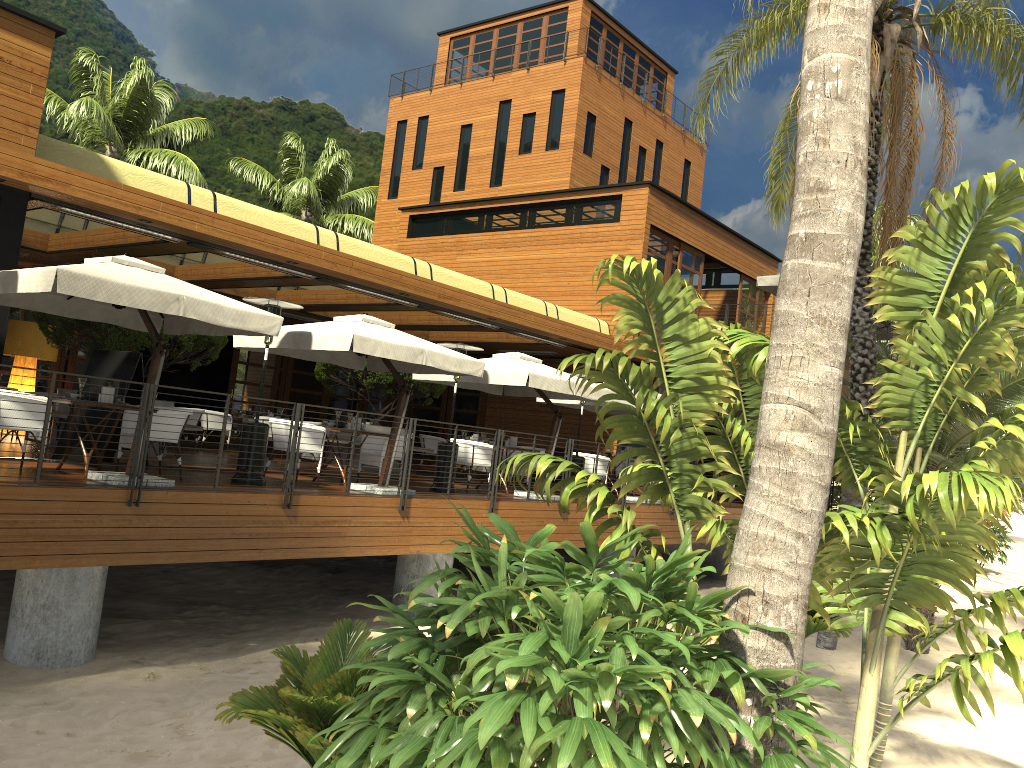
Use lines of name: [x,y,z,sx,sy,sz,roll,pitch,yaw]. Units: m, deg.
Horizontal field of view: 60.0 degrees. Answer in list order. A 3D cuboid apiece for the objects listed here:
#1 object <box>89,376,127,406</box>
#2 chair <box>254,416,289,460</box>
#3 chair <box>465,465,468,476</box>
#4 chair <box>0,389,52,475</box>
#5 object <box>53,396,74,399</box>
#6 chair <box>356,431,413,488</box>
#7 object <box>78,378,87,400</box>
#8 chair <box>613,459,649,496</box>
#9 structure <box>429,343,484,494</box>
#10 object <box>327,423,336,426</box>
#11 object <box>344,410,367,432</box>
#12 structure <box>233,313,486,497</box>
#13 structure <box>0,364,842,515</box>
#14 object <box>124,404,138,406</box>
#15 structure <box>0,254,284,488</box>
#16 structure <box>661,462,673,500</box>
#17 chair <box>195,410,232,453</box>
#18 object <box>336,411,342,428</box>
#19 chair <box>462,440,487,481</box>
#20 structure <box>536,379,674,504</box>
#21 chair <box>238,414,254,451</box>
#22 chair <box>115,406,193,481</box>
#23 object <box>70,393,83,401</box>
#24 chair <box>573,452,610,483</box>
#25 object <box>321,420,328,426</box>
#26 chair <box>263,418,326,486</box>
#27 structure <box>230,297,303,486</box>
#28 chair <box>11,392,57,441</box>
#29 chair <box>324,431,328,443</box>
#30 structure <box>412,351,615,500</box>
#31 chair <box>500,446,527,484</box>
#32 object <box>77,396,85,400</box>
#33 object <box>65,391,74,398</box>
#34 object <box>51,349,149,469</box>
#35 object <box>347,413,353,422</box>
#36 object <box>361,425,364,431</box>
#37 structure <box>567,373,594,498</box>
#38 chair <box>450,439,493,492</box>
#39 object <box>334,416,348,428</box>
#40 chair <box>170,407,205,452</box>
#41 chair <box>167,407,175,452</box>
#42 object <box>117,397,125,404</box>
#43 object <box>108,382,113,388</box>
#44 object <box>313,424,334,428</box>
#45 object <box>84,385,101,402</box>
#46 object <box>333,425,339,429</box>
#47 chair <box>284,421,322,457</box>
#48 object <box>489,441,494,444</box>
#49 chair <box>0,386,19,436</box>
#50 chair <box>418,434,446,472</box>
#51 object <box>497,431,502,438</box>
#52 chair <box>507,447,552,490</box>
object: [-4.148,0.073,9.110,0.263,0.264,0.263,7,-4,-6]
chair: [-4.689,1.036,17.181,0.626,0.789,0.616,9,-5,-30]
chair: [-0.760,1.646,19.571,0.627,0.789,0.616,7,-4,-5]
chair: [-4.885,0.444,8.555,0.628,0.789,0.615,3,-6,40]
object: [-4.529,0.138,8.937,0.295,0.025,0.170,4,-5,39]
chair: [-1.766,1.060,12.456,0.628,0.789,0.615,3,-6,40]
object: [-4.356,0.055,8.961,0.082,0.227,0.082,3,-6,39]
chair: [2.400,1.887,17.718,0.628,0.789,0.615,3,-6,40]
structure: [-0.878,0.482,12.927,0.699,2.196,0.698,4,-5,26]
object: [-2.390,0.548,11.716,0.116,0.065,0.116,4,-5,37]
object: [-2.070,0.486,11.735,0.263,0.264,0.263,7,-4,-6]
structure: [-2.108,0.204,11.843,2.414,2.336,2.409,3,-5,39]
structure: [1.348,1.530,14.472,0.163,1.155,26.215,3,-5,39]
object: [-4.156,0.220,9.519,0.295,0.025,0.170,4,-5,39]
structure: [-4.184,-0.208,9.220,2.414,2.336,2.409,3,-5,39]
structure: [3.234,1.297,18.121,0.699,2.196,0.698,4,-5,26]
chair: [-5.897,0.916,17.466,0.616,0.789,0.627,9,-5,-30]
object: [-2.278,0.467,11.586,0.082,0.227,0.082,3,-6,39]
chair: [-0.720,1.541,17.913,0.627,0.789,0.616,7,-4,-5]
structure: [2.044,1.028,17.089,2.414,2.336,2.409,3,-5,39]
chair: [-5.424,1.050,18.673,0.626,0.789,0.616,9,-5,-30]
chair: [-3.911,0.635,9.746,0.628,0.789,0.615,3,-6,40]
object: [-4.468,0.135,9.091,0.116,0.065,0.116,3,-5,43]
chair: [1.425,1.696,16.527,0.628,0.789,0.615,3,-6,40]
object: [-2.485,0.529,11.773,0.086,0.086,0.086,3,-6,43]
chair: [-2.776,0.863,11.219,0.628,0.789,0.615,3,-6,40]
structure: [-2.925,0.075,10.340,0.699,2.196,0.698,4,-5,26]
chair: [-7.346,0.505,13.768,0.616,0.789,0.627,8,-5,-20]
chair: [-4.214,1.297,20.302,0.616,0.789,0.626,7,-4,-5]
structure: [-0.032,0.616,14.466,2.414,2.336,2.409,3,-5,39]
chair: [0.107,1.690,18.737,0.616,0.789,0.626,7,-4,-5]
object: [-4.390,0.152,9.029,0.080,0.042,0.080,4,-5,30]
object: [-4.563,0.117,9.148,0.086,0.086,0.086,3,-6,43]
object: [-4.907,0.284,10.808,0.769,1.399,0.770,5,-5,23]
object: [-2.227,0.509,12.139,0.082,0.227,0.082,4,-5,28]
object: [-2.035,0.592,11.943,0.086,0.086,0.086,3,-6,43]
structure: [1.176,0.889,15.521,0.699,2.196,0.698,4,-5,26]
chair: [-0.675,1.279,13.873,0.628,0.789,0.615,3,-6,40]
object: [-2.309,0.512,11.921,0.163,0.179,0.167,3,-6,40]
chair: [-6.021,0.820,16.232,0.627,0.789,0.615,2,-6,45]
chair: [-6.122,0.731,15.061,0.617,0.789,0.626,2,-6,45]
object: [-4.113,0.180,9.317,0.086,0.086,0.086,3,-6,43]
object: [-4.305,0.097,9.514,0.082,0.227,0.082,3,-6,39]
object: [-2.451,0.551,11.562,0.295,0.025,0.170,4,-5,39]
object: [-4.386,0.100,9.293,0.168,0.179,0.162,3,-5,37]
object: [-2.312,0.564,11.654,0.080,0.042,0.080,7,-4,0]
chair: [-4.290,1.155,18.282,0.616,0.789,0.627,9,-5,-30]
object: [-0.318,0.959,14.333,0.116,0.065,0.116,4,-5,37]
chair: [-8.396,0.423,14.350,0.627,0.789,0.616,8,-5,-20]
chair: [-1.699,1.479,18.682,0.616,0.789,0.626,7,-4,-5]
object: [-0.207,0.878,14.203,0.082,0.227,0.082,3,-6,39]
chair: [0.299,1.470,15.064,0.628,0.789,0.615,3,-6,40]
